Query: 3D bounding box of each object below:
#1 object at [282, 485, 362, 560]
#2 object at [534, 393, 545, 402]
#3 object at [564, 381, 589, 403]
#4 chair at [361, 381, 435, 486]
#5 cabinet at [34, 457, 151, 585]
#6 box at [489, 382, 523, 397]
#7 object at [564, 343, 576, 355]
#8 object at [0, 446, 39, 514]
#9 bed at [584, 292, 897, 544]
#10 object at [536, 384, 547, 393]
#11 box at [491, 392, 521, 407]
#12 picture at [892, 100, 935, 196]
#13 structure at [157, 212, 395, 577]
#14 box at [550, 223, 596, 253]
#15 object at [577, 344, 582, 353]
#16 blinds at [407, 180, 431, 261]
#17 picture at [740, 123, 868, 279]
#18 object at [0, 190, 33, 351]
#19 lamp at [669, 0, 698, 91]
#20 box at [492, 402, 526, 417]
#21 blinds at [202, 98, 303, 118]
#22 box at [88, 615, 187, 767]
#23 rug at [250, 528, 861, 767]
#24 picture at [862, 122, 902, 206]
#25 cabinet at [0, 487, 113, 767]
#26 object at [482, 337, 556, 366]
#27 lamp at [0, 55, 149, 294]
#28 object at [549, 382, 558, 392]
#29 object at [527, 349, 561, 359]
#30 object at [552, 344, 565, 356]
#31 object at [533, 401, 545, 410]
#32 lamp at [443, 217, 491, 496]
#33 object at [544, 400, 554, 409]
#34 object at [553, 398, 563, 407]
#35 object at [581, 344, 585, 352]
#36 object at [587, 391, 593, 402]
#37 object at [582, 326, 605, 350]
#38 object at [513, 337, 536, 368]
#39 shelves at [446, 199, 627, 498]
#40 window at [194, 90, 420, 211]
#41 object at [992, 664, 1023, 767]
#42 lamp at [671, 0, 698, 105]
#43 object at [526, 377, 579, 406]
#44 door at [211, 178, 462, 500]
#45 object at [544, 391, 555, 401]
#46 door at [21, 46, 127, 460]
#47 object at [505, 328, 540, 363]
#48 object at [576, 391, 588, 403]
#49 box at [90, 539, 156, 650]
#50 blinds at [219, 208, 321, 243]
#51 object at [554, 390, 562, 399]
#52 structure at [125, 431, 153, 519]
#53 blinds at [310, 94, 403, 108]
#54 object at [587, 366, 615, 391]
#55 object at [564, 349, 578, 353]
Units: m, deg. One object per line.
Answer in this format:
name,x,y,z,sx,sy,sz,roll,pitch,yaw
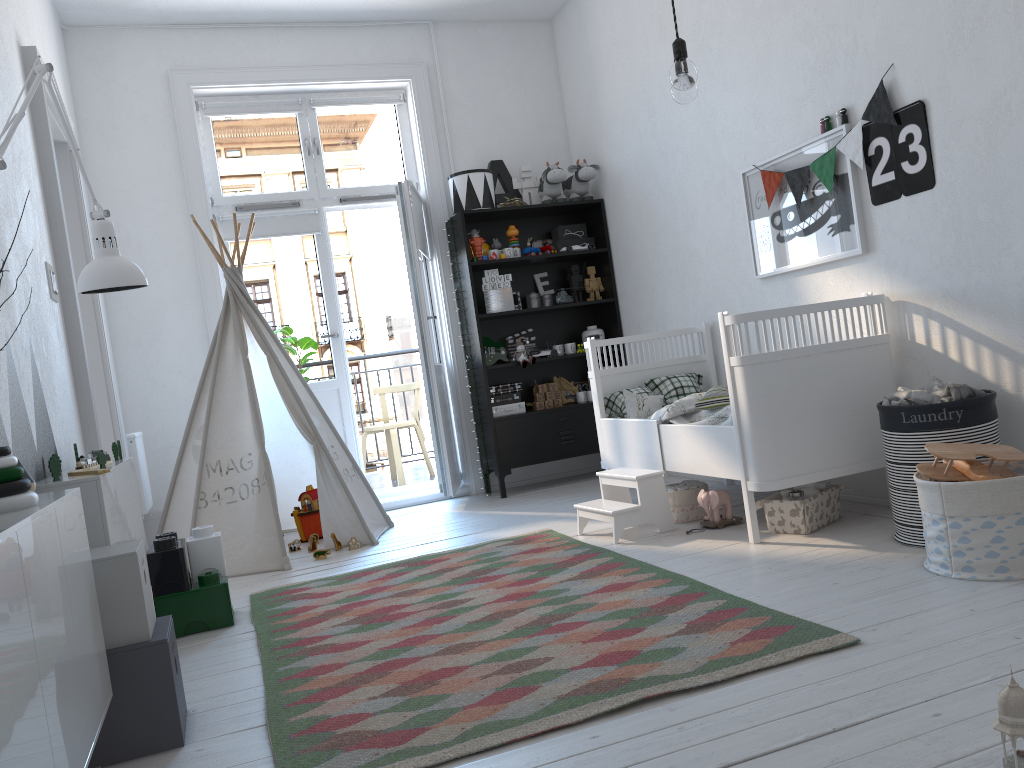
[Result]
object,-0.960,0.665,4.470,0.385,0.284,0.857,-9,1,-27
object,0.165,0.080,5.349,0.050,0.050,0.050,-9,1,-19
object,0.365,0.058,5.630,0.347,0.120,0.034,-9,2,-19
chair,-0.876,0.366,6.505,0.437,0.715,0.497,-8,2,26
cabinet,-1.246,0.482,2.670,0.182,0.454,0.970,-9,1,-19
box,-0.064,0.033,5.346,0.215,0.062,0.179,-9,1,-19
object,0.356,-0.215,5.408,0.067,0.067,0.067,-8,1,-5
object,-0.933,0.173,1.578,0.148,0.113,0.231,-9,1,-29
bed,0.920,0.127,3.810,0.670,0.833,1.404,-9,1,-19
object,0.177,0.028,5.345,0.050,0.050,0.050,-9,1,-19
box,-0.072,0.096,5.341,0.215,0.062,0.179,-9,1,-19
picture,1.391,-0.816,3.082,0.013,0.305,0.153,-9,2,-19
structure,-1.317,-0.016,4.457,1.142,1.750,1.144,-10,2,-43
box,0.376,-0.896,5.541,0.251,0.189,0.179,-9,1,-19
object,0.408,-0.215,5.369,0.031,0.054,0.042,-7,2,31
blinds,-0.539,-0.952,5.243,0.032,0.390,0.565,-8,1,1
picture,1.190,-0.729,3.684,0.030,0.493,0.703,-9,1,-19
object,-0.774,-0.031,1.209,0.258,0.484,0.406,-9,1,-20
lamp,-0.108,-1.466,2.760,0.074,1.530,1.382,-10,2,-44
box,-0.046,0.154,5.348,0.215,0.062,0.179,-9,1,-19
blinds,-1.524,-1.627,5.223,0.565,0.087,0.032,-9,2,-19
box,-0.921,0.726,2.090,0.254,0.259,0.251,-9,1,-19
rug,-0.128,0.713,2.798,1.319,0.016,2.029,-9,1,-18
picture,1.343,-0.810,3.228,0.010,0.301,0.152,-9,2,-19
cabinet,-0.822,0.445,1.415,0.182,0.454,0.970,-9,1,-19
object,0.019,-0.200,5.488,0.542,0.239,0.093,-9,2,-18
lamp,-1.323,-0.594,2.492,0.200,0.656,0.651,-8,1,15
object,0.251,0.017,5.373,0.050,0.050,0.050,-8,1,1
object,0.182,-0.178,5.356,0.230,0.048,0.098,-8,1,6
object,0.285,-0.205,5.433,0.067,0.067,0.067,-8,1,-5
object,0.163,0.131,5.325,0.050,0.050,0.050,-9,1,-19
lamp,0.151,-0.224,5.469,0.985,1.684,0.095,-9,2,-21
object,0.218,0.123,5.344,0.050,0.050,0.050,-9,1,-14
object,0.280,0.113,5.365,0.050,0.050,0.050,-8,1,11
object,0.430,-0.219,5.433,0.042,0.054,0.031,-9,2,-18
object,0.494,0.072,5.402,0.067,0.067,0.067,-8,1,-5
object,0.507,-0.280,5.514,0.139,0.162,0.139,-10,2,-44
object,0.069,-0.186,5.195,0.110,0.186,0.129,-9,2,-32
shelves,0.196,-0.226,5.418,0.911,1.678,0.353,-9,2,-19
window,-1.209,-1.424,5.346,1.262,0.660,0.101,-9,2,-19
object,0.944,0.451,0.957,0.539,0.299,0.539,-9,1,-19
lamp,-0.079,-1.473,2.895,0.074,1.530,1.382,-10,2,-44
object,0.247,0.050,5.496,0.337,0.186,0.111,-8,1,-4
door,-0.958,-0.193,5.143,1.263,1.839,0.637,-9,2,-17
object,0.225,0.072,5.348,0.050,0.050,0.050,-9,1,-19
door,-2.006,-0.123,3.907,0.504,2.177,1.466,-9,2,-34
object,0.061,-0.238,5.475,0.200,0.199,0.048,-9,2,-19
object,0.430,0.081,5.438,0.067,0.067,0.067,-8,1,-5
box,-0.961,0.497,2.072,0.202,0.206,0.199,-9,1,-19
blinds,-1.424,-0.941,5.242,0.565,0.158,0.032,-9,2,-19
object,0.267,0.065,5.390,0.050,0.050,0.050,-9,1,-19
structure,-1.915,0.479,4.579,0.075,0.460,0.636,-9,1,-22
blinds,-0.944,-1.729,5.421,0.565,0.060,0.032,-9,2,-19
object,0.586,-0.010,5.520,0.132,0.199,0.267,-9,1,-19
object,0.350,-0.200,5.571,0.163,0.034,0.069,-9,1,-19
